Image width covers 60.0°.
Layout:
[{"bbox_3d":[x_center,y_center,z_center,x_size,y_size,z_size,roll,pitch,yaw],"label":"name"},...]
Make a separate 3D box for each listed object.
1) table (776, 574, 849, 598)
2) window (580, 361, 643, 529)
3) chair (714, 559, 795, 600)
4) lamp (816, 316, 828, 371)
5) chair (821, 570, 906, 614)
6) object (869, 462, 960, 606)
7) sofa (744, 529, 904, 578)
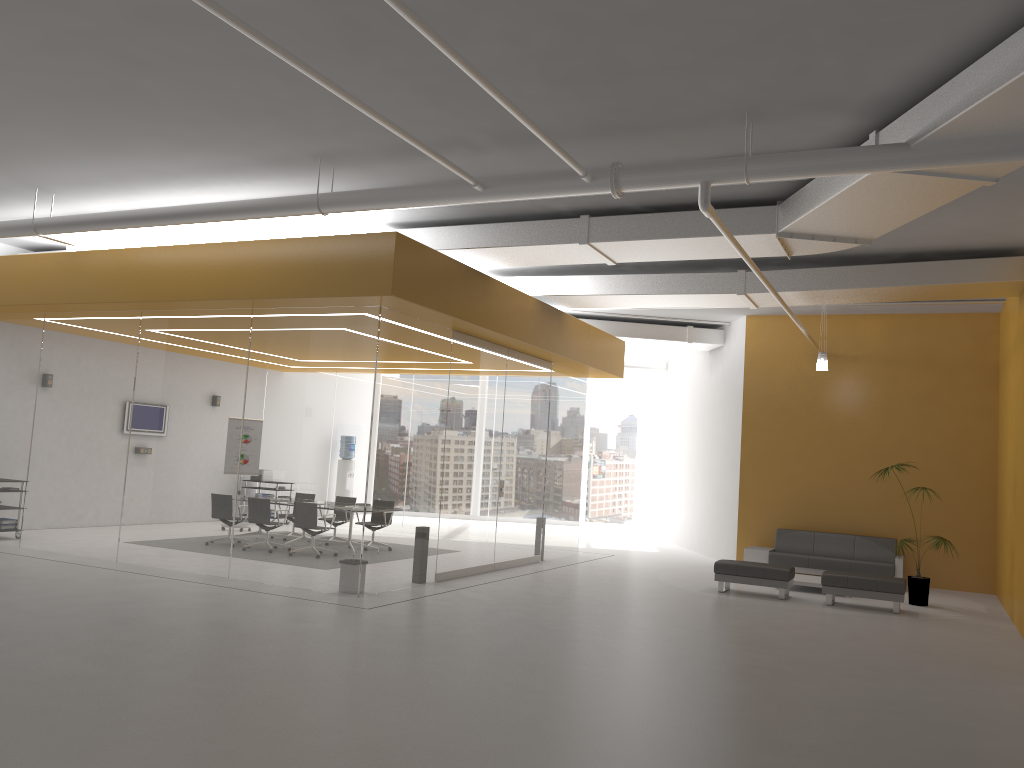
[{"bbox_3d":[4.514,2.978,13.161,1.000,0.150,1.000,1,-5,25],"label":"table"},{"bbox_3d":[0.572,1.448,23.656,8.533,4.498,0.100,4,-5,-5],"label":"window"},{"bbox_3d":[3.345,2.688,12.247,1.012,0.423,0.575,1,-5,25],"label":"chair"},{"bbox_3d":[4.726,-0.817,13.461,0.174,1.227,0.174,6,-5,-23],"label":"lamp"},{"bbox_3d":[4.609,2.715,11.627,1.012,0.423,0.575,1,-5,25],"label":"chair"},{"bbox_3d":[5.547,2.061,12.295,0.912,1.956,1.222,6,-5,-24],"label":"object"},{"bbox_3d":[5.071,2.818,14.456,2.400,0.761,0.860,1,-5,25],"label":"sofa"}]
